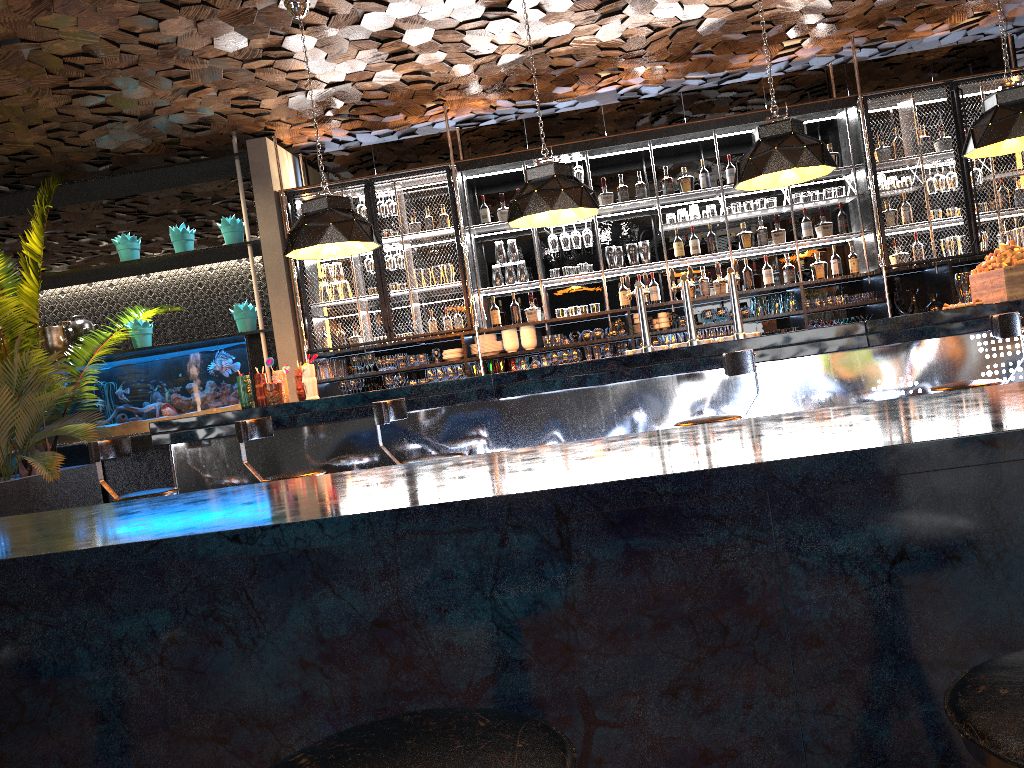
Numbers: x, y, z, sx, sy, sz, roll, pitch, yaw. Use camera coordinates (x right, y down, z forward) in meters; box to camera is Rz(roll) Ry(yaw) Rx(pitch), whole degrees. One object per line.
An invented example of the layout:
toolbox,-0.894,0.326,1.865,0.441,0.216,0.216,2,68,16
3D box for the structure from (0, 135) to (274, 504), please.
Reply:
structure,-4.228,-0.229,8.548,4.269,3.734,0.705,-8,1,6

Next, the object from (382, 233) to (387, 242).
object,-1.205,-1.370,8.315,0.077,0.080,0.077,-8,1,-29

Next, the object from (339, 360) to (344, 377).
object,-1.592,-0.140,8.200,0.058,0.152,0.051,-9,1,-33

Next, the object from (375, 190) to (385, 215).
object,-1.212,-1.666,8.141,0.081,0.213,0.081,-8,1,11

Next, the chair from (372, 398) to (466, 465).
chair,-0.376,0.608,4.297,0.476,1.108,0.419,-8,1,6

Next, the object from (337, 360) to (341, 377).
object,-1.602,-0.138,8.140,0.058,0.152,0.051,-8,1,10

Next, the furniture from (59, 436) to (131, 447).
furniture,-6.394,1.334,12.591,9.798,1.137,3.595,-8,1,6

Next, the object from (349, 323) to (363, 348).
object,-1.454,-0.445,8.266,0.108,0.244,0.108,-8,1,19

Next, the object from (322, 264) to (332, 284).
object,-1.731,-1.029,8.280,0.092,0.182,0.092,-8,1,1

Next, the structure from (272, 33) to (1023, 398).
structure,1.384,-0.924,7.803,6.750,3.553,1.143,-8,1,6

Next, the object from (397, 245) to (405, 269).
object,-1.039,-1.187,8.282,0.081,0.213,0.081,-8,1,11

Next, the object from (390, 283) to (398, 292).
object,-1.081,-0.884,8.141,0.077,0.080,0.077,-8,1,1

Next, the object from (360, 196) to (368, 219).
object,-1.378,-1.645,8.303,0.081,0.213,0.081,-8,1,11

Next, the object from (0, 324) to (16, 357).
object,-4.942,-0.358,8.698,0.458,0.472,0.250,-8,1,32

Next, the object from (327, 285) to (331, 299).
object,-1.755,-0.843,8.391,0.092,0.182,0.092,-8,1,1

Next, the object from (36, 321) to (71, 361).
object,-4.464,-0.392,8.652,0.378,0.398,0.232,-8,1,36

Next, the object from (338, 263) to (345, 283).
object,-1.626,-1.045,8.357,0.092,0.182,0.092,-8,1,1

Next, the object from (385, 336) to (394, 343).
object,-1.131,-0.408,8.182,0.077,0.080,0.077,-8,1,-9

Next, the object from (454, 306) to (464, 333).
object,-0.496,-0.590,8.188,0.075,0.260,0.075,-9,1,-35

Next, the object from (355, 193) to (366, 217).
object,-1.392,-1.641,8.159,0.081,0.213,0.081,-8,1,11

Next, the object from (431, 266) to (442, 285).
object,-0.687,-0.991,8.158,0.092,0.182,0.092,-8,1,1

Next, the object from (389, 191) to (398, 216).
object,-1.109,-1.683,8.275,0.081,0.213,0.081,-8,1,11

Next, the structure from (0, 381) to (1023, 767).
structure,0.429,0.585,1.488,4.941,0.998,0.673,-8,1,6

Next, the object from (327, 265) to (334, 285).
object,-1.727,-1.031,8.378,0.092,0.182,0.092,-8,1,1

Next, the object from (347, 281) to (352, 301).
object,-1.557,-0.870,8.355,0.092,0.182,0.092,-8,1,1

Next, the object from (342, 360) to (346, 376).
object,-1.583,-0.142,8.259,0.051,0.152,0.058,-8,1,32

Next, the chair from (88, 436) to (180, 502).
chair,-1.901,0.819,4.636,0.476,1.108,0.419,-8,1,6

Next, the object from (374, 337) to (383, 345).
object,-1.232,-0.394,8.204,0.077,0.080,0.077,-7,1,45

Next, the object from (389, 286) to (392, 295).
object,-1.129,-0.879,8.298,0.077,0.080,0.077,-9,1,-30

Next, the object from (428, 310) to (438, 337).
object,-0.734,-0.555,8.211,0.075,0.261,0.075,-9,1,-35

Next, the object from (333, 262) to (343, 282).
object,-1.630,-1.043,8.278,0.092,0.182,0.092,-8,1,1

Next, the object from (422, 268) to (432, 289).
object,-0.790,-0.978,8.246,0.092,0.182,0.092,-8,1,1

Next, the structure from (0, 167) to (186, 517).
structure,-4.426,-0.098,7.351,1.873,3.561,4.073,-8,1,7

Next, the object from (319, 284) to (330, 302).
object,-1.755,-0.841,8.288,0.092,0.182,0.092,-8,1,1

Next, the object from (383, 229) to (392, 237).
object,-1.139,-1.377,8.157,0.077,0.080,0.077,-7,1,41

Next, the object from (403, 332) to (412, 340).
object,-0.961,-0.432,8.195,0.077,0.080,0.077,-8,1,-6

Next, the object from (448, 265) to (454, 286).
object,-0.577,-1.008,8.221,0.092,0.182,0.092,-8,1,1

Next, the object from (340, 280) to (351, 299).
object,-1.555,-0.869,8.258,0.092,0.182,0.092,-8,1,1

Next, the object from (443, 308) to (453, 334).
object,-0.596,-0.576,8.219,0.075,0.260,0.075,-9,1,-35

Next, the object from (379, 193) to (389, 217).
object,-1.199,-1.670,8.284,0.081,0.213,0.081,-8,1,11

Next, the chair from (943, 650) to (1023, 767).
chair,0.609,0.665,0.774,0.419,0.813,0.419,-8,1,1

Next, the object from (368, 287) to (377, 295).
object,-1.294,-0.855,8.255,0.077,0.080,0.077,-8,1,18

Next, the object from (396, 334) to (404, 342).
object,-1.047,-0.421,8.259,0.077,0.080,0.077,-8,1,-29

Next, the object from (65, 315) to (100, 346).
object,-4.134,-0.516,8.525,0.278,0.292,0.290,-7,1,43

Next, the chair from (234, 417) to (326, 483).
chair,-1.099,0.708,4.490,0.476,1.108,0.419,-8,1,6

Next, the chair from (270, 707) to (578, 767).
chair,-0.045,0.757,0.841,0.419,0.813,0.419,-8,1,1

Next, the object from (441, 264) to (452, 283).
object,-0.596,-1.004,8.128,0.092,0.182,0.092,-8,1,1

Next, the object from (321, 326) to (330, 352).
object,-1.754,-0.412,8.313,0.075,0.261,0.075,-9,1,-35

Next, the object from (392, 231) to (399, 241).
object,-1.097,-1.385,8.314,0.077,0.080,0.077,-7,1,41

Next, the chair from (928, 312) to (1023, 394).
chair,2.208,0.243,4.188,0.476,1.108,0.419,-8,1,21

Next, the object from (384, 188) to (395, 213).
object,-1.123,-1.679,8.132,0.081,0.213,0.081,-8,1,11

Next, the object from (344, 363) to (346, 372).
object,-1.593,-0.141,8.319,0.051,0.152,0.058,-8,1,30

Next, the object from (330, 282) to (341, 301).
object,-1.653,-0.856,8.278,0.092,0.182,0.092,-8,1,1

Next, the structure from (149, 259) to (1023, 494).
structure,0.982,0.108,5.381,6.009,1.685,1.214,-8,1,6

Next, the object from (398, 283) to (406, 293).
object,-1.025,-0.894,8.294,0.077,0.080,0.077,-8,1,1

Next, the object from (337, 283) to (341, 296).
object,-1.650,-0.857,8.374,0.092,0.182,0.092,-8,1,1

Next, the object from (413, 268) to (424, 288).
object,-0.854,-0.968,8.151,0.092,0.182,0.092,-8,1,1

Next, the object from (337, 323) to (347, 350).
object,-1.592,-0.435,8.270,0.075,0.260,0.075,-7,1,40

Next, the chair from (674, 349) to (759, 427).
chair,1.004,0.413,4.260,0.476,1.108,0.419,-8,1,21
